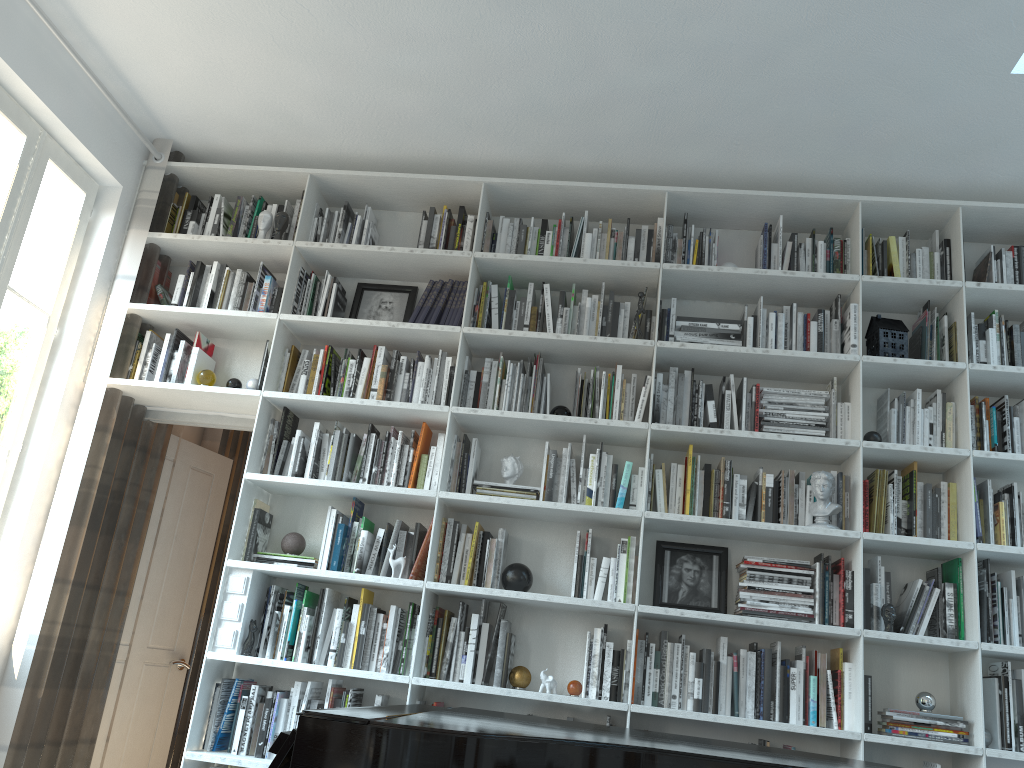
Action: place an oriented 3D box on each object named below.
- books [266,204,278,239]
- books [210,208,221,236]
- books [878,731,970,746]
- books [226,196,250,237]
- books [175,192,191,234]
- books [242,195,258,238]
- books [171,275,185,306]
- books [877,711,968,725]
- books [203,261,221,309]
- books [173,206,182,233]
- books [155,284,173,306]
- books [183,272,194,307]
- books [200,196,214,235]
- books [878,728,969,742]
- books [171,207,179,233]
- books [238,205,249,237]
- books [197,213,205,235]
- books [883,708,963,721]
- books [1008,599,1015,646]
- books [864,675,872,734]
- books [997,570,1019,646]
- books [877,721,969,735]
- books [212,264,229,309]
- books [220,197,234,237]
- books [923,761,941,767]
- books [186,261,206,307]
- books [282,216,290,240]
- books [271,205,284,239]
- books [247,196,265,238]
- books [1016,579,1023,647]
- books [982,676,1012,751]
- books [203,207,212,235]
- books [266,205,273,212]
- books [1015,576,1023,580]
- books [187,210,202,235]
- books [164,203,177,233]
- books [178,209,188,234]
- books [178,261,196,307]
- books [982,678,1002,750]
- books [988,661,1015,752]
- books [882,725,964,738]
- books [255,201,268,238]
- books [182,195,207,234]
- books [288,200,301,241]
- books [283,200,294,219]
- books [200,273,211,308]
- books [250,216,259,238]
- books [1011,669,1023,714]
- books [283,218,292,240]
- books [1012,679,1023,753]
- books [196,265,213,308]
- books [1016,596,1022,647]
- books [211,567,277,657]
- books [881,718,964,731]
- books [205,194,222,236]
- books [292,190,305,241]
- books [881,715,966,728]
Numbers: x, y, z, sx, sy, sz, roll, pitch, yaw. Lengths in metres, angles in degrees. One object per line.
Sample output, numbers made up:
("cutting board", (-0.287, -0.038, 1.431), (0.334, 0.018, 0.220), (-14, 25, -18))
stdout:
("books", (-1.158, -0.727, 4.359), (0.021, 0.252, 0.180), (5, -18, 7))
("books", (-1.428, -0.731, 4.371), (0.030, 0.205, 0.176), (5, -18, 7))
("books", (1.536, 1.329, 3.325), (0.285, 0.012, 0.160), (4, -19, 10))
("books", (-1.341, -0.757, 4.381), (0.039, 0.281, 0.182), (5, -18, 7))
("books", (-1.612, -0.782, 4.412), (0.014, 0.285, 0.175), (5, -18, 7))
("books", (-1.283, -0.762, 4.381), (0.014, 0.303, 0.146), (5, -18, 7))
("books", (-1.588, -0.395, 4.293), (0.034, 0.217, 0.167), (5, -18, 7))
("books", (1.545, 1.261, 3.350), (0.285, 0.012, 0.160), (3, -19, 11))
("books", (-1.417, -0.420, 4.262), (0.021, 0.285, 0.179), (5, -18, 7))
("books", (-1.633, -0.751, 4.413), (0.023, 0.222, 0.151), (5, -18, 7))
("books", (-1.666, -0.378, 4.307), (0.121, 0.175, 0.130), (5, -18, 7))
("books", (-1.525, -0.398, 4.275), (0.022, 0.227, 0.172), (5, -18, 7))
("books", (-1.493, -0.768, 4.402), (0.010, 0.280, 0.161), (5, -18, 7))
("books", (1.539, 1.319, 3.333), (0.285, 0.012, 0.160), (3, -19, 12))
("books", (-1.655, -0.752, 4.426), (0.024, 0.227, 0.130), (5, -18, 7))
("books", (-1.307, -0.737, 4.390), (0.030, 0.256, 0.130), (5, -18, 7))
("books", (-1.517, -0.724, 4.407), (0.031, 0.195, 0.145), (5, -18, 7))
("books", (1.546, 1.247, 3.347), (0.254, 0.012, 0.161), (2, -19, 16))
("books", (1.916, 0.943, 3.464), (0.013, 0.186, 0.184), (5, -18, 7))
("books", (1.363, 1.242, 3.443), (0.030, 0.209, 0.137), (5, -18, 7))
("books", (1.936, 0.891, 3.478), (0.014, 0.296, 0.176), (5, -18, 7))
("books", (1.541, 1.294, 3.336), (0.285, 0.012, 0.160), (4, -19, 10))
("books", (-1.387, -0.414, 4.277), (0.037, 0.290, 0.156), (5, -18, 7))
("books", (-1.391, -0.757, 4.370), (0.057, 0.261, 0.191), (5, -18, 7))
("books", (1.522, 1.537, 3.228), (0.032, 0.299, 0.149), (5, -18, 7))
("books", (-1.500, -0.424, 4.276), (0.023, 0.281, 0.186), (5, -18, 7))
("books", (-1.099, -0.698, 4.348), (0.023, 0.204, 0.146), (5, -18, 7))
("books", (-1.134, -0.729, 4.354), (0.027, 0.258, 0.147), (5, -18, 7))
("books", (-1.261, -0.761, 4.390), (0.029, 0.313, 0.129), (5, -18, 7))
("books", (1.966, 0.909, 3.474), (0.012, 0.266, 0.183), (5, -18, 7))
("books", (1.837, 1.245, 3.361), (0.023, 0.261, 0.187), (5, -18, 7))
("books", (-1.478, -0.739, 4.400), (0.024, 0.226, 0.158), (5, -18, 7))
("books", (-1.183, -0.727, 4.352), (0.025, 0.243, 0.168), (5, -18, 7))
("books", (1.989, 0.908, 3.489), (0.006, 0.284, 0.160), (5, -18, 7))
("books", (-1.549, -0.731, 4.386), (0.028, 0.186, 0.182), (5, -18, 7))
("books", (-1.677, -0.757, 4.407), (0.014, 0.218, 0.189), (5, -18, 7))
("books", (-1.598, -0.737, 4.398), (0.024, 0.194, 0.167), (5, -18, 7))
("books", (-1.560, -0.429, 4.304), (0.011, 0.295, 0.163), (5, -18, 7))
("books", (1.821, 1.254, 3.380), (0.012, 0.253, 0.161), (5, -18, 7))
("books", (1.857, 1.222, 3.368), (0.010, 0.315, 0.187), (5, -18, 7))
("books", (1.540, 1.307, 3.334), (0.254, 0.012, 0.161), (3, -19, 13))
("books", (-1.219, -0.741, 4.374), (0.013, 0.274, 0.159), (5, -18, 7))
("books", (-1.570, -0.772, 4.401), (0.025, 0.268, 0.178), (5, -18, 7))
("books", (-1.044, -0.733, 4.350), (0.022, 0.285, 0.176), (5, -18, 7))
("books", (-1.111, -0.739, 4.368), (0.013, 0.291, 0.155), (5, -18, 7))
("books", (-1.450, -0.392, 4.283), (0.024, 0.238, 0.156), (5, -18, 7))
("books", (-1.243, -0.703, 4.357), (0.024, 0.186, 0.160), (5, -18, 7))
("books", (1.913, 1.236, 3.357), (0.030, 0.293, 0.189), (5, -18, 7))
("books", (-1.075, -0.687, 4.339), (0.028, 0.184, 0.168), (5, -18, 7))
("books", (1.884, 1.252, 3.355), (0.023, 0.255, 0.178), (5, -18, 7))
("books", (-1.472, -0.417, 4.295), (0.028, 0.287, 0.133), (5, -18, 7))
("books", (1.952, 0.942, 3.477), (0.013, 0.202, 0.167), (5, -18, 7))
("books", (-1.124, 0.967, 3.738), (0.106, 0.339, 0.308), (5, -18, 7))
("books", (1.543, 1.285, 3.344), (0.254, 0.012, 0.161), (3, -19, 12))
("books", (-1.451, -0.767, 4.396), (0.028, 0.282, 0.190), (5, -18, 7))
("books", (-1.024, -0.758, 4.351), (0.014, 0.336, 0.168), (5, -18, 7))
("books", (1.542, 1.269, 3.338), (0.254, 0.012, 0.161), (5, -19, 7))
